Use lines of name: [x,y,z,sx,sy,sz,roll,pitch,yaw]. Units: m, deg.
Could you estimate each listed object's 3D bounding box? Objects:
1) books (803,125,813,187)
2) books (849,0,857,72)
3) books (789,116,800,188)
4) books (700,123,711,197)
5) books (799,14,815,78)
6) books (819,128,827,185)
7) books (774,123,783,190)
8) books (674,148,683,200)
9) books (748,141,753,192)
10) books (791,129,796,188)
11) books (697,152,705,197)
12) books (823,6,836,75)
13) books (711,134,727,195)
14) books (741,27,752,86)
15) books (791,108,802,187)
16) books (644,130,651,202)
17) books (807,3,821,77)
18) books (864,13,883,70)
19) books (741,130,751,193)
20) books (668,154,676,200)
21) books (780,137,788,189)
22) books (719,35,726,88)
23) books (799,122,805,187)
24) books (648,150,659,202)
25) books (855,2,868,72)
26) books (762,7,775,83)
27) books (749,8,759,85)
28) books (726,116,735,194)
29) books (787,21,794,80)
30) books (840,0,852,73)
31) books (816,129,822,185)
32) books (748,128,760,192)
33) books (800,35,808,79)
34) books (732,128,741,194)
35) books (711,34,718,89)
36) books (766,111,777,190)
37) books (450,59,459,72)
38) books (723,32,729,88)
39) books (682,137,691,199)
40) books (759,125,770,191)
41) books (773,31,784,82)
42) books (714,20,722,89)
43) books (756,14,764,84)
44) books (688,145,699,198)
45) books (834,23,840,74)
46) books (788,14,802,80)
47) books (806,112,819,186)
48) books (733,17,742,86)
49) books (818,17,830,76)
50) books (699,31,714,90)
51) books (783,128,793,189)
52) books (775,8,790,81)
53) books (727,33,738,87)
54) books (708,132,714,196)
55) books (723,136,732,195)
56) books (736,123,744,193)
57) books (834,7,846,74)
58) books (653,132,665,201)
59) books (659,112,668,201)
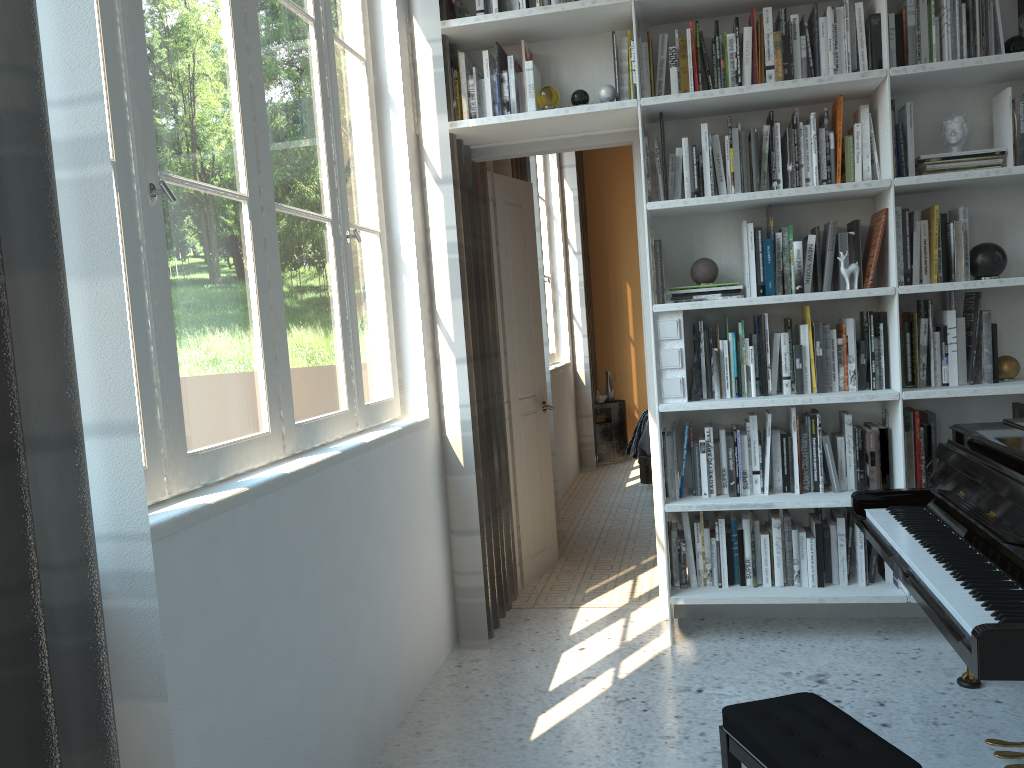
books: [1.091,-0.826,3.296,0.028,0.243,0.131,-3,4,12]
books: [1.217,-1.223,3.207,0.022,0.289,0.169,-3,4,12]
books: [1.045,-0.837,3.283,0.012,0.272,0.145,-3,4,12]
books: [0.732,-0.823,3.349,0.023,0.281,0.174,-3,4,12]
books: [1.083,-1.202,3.254,0.035,0.261,0.131,-3,4,12]
books: [1.139,-0.817,3.276,0.021,0.221,0.148,-3,4,12]
books: [0.985,-0.826,3.303,0.021,0.257,0.155,-3,4,12]
books: [0.634,-0.781,3.377,0.042,0.209,0.143,-3,4,12]
books: [0.892,-0.795,3.333,0.010,0.204,0.139,-3,4,12]
books: [1.036,-0.814,3.292,0.013,0.228,0.151,-3,4,12]
books: [0.718,-0.777,3.379,0.021,0.188,0.129,-3,4,12]
books: [1.147,-1.206,3.217,0.022,0.263,0.174,-3,4,12]
books: [0.783,-0.808,3.356,0.049,0.243,0.139,-3,4,12]
books: [0.868,-1.178,3.290,0.047,0.238,0.162,-3,4,12]
books: [1.058,-0.855,3.295,0.011,0.304,0.129,-3,4,12]
books: [0.524,-0.813,3.400,0.012,0.285,0.159,-3,4,12]
books: [1.101,-1.212,3.231,0.012,0.281,0.188,-3,4,12]
books: [1.279,-1.182,3.170,0.039,0.202,0.235,-3,4,12]
books: [0.869,-0.808,3.309,0.024,0.237,0.166,-3,4,12]
books: [0.608,-0.765,3.365,0.037,0.182,0.189,-3,4,12]
books: [1.007,-0.801,3.301,0.021,0.205,0.129,-3,4,12]
books: [0.782,-1.162,3.299,0.014,0.218,0.164,-3,4,12]
books: [1.069,-0.829,3.290,0.011,0.252,0.139,-3,4,12]
books: [0.544,-0.776,3.390,0.026,0.209,0.155,-3,4,12]
books: [1.246,-1.212,3.200,0.035,0.264,0.177,-3,4,12]
books: [0.936,-1.204,3.253,0.030,0.286,0.185,-3,4,12]
books: [0.896,-1.212,3.285,0.014,0.304,0.151,-3,4,12]
books: [0.820,-0.834,3.324,0.011,0.293,0.183,-3,4,12]
books: [1.015,-1.183,3.252,0.013,0.232,0.171,-3,4,12]
books: [1.198,-1.222,3.198,0.012,0.291,0.182,-3,4,12]
books: [1.122,-0.814,3.275,0.012,0.217,0.160,-3,4,12]
books: [0.903,-0.813,3.311,0.023,0.242,0.184,-3,4,12]
books: [1.063,-1.163,3.257,0.022,0.186,0.136,-3,4,12]
books: [0.836,-0.811,3.315,0.021,0.247,0.188,-3,4,12]
books: [0.760,-1.168,3.320,0.012,0.231,0.149,-3,4,12]
books: [0.965,-0.846,3.295,0.013,0.300,0.151,-3,4,12]
books: [-0.225,-1.129,3.494,0.011,0.273,0.188,-3,4,12]
books: [0.796,-1.169,3.303,0.011,0.229,0.170,-3,4,12]
books: [0.661,-0.795,3.353,0.022,0.236,0.177,-3,4,12]
books: [0.941,-0.824,3.320,0.048,0.256,0.141,-3,4,12]
books: [0.968,-1.161,3.247,0.029,0.195,0.191,-3,4,12]
books: [0.770,-1.192,3.312,0.012,0.277,0.150,-3,4,12]
books: [0.912,-1.196,3.264,0.023,0.271,0.186,-3,4,12]
books: [0.685,-0.780,3.340,0.028,0.204,0.188,-3,4,12]
books: [1.169,-1.180,3.229,0.013,0.206,0.172,-3,4,12]
books: [1.036,-1.199,3.260,0.029,0.261,0.157,-3,4,12]
books: [1.105,-0.841,3.262,0.015,0.275,0.157,-3,4,12]
books: [0.836,-1.193,3.291,0.014,0.273,0.180,-3,4,12]
books: [1.123,-1.188,3.224,0.030,0.231,0.172,-3,4,12]
books: [0.730,-1.175,3.321,0.047,0.250,0.134,-3,4,12]
books: [1.020,-0.813,3.283,0.013,0.229,0.176,-3,4,12]
books: [0.996,-1.209,3.264,0.025,0.286,0.161,-3,4,12]
books: [0.816,-1.164,3.293,0.031,0.217,0.172,-3,4,12]
books: [0.748,-0.806,3.338,0.011,0.246,0.176,-3,4,12]
books: [0.810,-0.802,3.331,0.014,0.230,0.148,-3,4,12]
books: [0.854,-0.825,3.328,0.011,0.271,0.157,-3,4,12]
books: [1.187,-1.211,3.231,0.024,0.266,0.155,-3,4,12]
books: [0.561,-0.804,3.367,0.027,0.266,0.176,-3,4,12]
books: [0.577,-0.839,3.358,0.012,0.334,0.184,-3,4,12]
